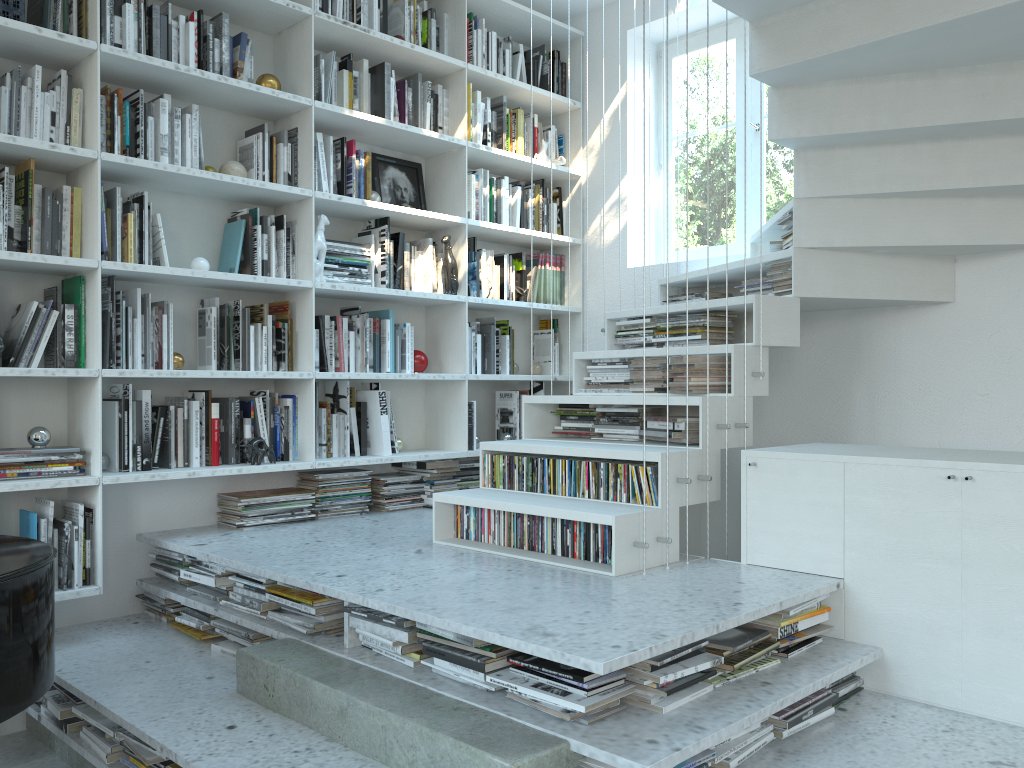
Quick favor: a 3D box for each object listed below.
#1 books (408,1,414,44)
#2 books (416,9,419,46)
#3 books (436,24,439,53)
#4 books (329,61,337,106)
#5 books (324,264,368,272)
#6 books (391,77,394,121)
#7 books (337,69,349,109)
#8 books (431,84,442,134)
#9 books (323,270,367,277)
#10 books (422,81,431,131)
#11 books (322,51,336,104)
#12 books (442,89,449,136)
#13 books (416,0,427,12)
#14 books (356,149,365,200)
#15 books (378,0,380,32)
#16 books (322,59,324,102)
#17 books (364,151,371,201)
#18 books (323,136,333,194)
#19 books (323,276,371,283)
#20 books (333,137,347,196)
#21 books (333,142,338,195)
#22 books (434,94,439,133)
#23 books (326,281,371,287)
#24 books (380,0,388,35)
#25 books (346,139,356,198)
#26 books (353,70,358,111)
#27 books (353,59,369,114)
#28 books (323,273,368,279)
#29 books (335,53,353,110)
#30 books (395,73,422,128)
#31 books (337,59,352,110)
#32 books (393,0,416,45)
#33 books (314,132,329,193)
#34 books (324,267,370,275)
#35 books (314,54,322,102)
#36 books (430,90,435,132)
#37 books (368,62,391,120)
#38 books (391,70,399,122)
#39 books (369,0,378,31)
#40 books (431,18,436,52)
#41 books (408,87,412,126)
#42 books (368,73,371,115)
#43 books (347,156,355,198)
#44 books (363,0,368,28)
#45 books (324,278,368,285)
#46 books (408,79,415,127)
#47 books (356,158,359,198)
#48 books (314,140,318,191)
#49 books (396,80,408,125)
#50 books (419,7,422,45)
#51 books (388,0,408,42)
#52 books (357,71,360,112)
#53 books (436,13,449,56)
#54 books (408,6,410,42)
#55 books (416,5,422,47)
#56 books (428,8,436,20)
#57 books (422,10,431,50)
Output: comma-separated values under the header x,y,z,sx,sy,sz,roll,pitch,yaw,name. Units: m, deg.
x,y,z,sx,sy,sz,roll,pitch,yaw,name
-0.526,-1.642,4.159,0.189,0.252,0.016,0,0,45,books
-0.495,-1.629,4.178,0.170,0.226,0.007,0,0,45,books
-0.405,-1.621,4.310,0.131,0.211,0.031,0,0,45,books
-0.814,-1.275,3.893,0.130,0.251,0.026,0,0,45,books
-0.785,-0.505,3.911,0.161,0.012,0.254,0,0,40,books
-0.607,-1.264,4.056,0.187,0.230,0.030,0,0,45,books
-0.779,-1.254,3.895,0.175,0.207,0.025,0,0,45,books
-0.395,-1.290,4.298,0.147,0.284,0.026,0,0,45,books
-0.790,-0.481,3.915,0.254,0.012,0.161,0,0,-43,books
-0.453,-1.285,4.220,0.177,0.272,0.036,0,0,45,books
-0.835,-1.291,3.859,0.166,0.282,0.051,0,0,45,books
-0.373,-1.281,4.317,0.169,0.265,0.031,0,0,45,books
-0.454,-1.665,4.248,0.131,0.299,0.020,0,0,45,books
-0.718,-0.909,3.975,0.167,0.253,0.021,0,0,45,books
-0.654,-1.644,4.051,0.161,0.254,0.012,0,0,45,books
-0.857,-1.268,3.836,0.141,0.236,0.013,0,0,45,books
-0.694,-0.905,3.985,0.178,0.244,0.026,0,0,45,books
-0.833,-0.926,3.876,0.159,0.285,0.012,0,0,45,books
-0.785,-0.457,3.910,0.285,0.012,0.159,0,0,-40,books
-0.784,-0.927,3.906,0.176,0.287,0.012,0,0,45,books
-0.821,-0.917,3.903,0.131,0.269,0.043,0,0,45,books
-0.414,-1.265,4.284,0.158,0.234,0.022,0,0,45,books
-0.787,-0.433,3.912,0.285,0.012,0.159,0,0,-41,books
-0.630,-1.645,4.057,0.165,0.257,0.030,0,0,45,books
-0.751,-0.925,3.937,0.175,0.285,0.014,0,0,45,books
-0.742,-1.262,3.950,0.158,0.224,0.030,0,0,45,books
-0.701,-1.294,3.981,0.156,0.288,0.026,0,0,45,books
-0.787,-0.469,3.912,0.254,0.012,0.161,0,0,-41,books
-0.757,-1.298,3.935,0.162,0.296,0.011,0,0,45,books
-0.490,-1.296,4.181,0.180,0.294,0.022,0,0,45,books
-0.764,-1.280,3.916,0.167,0.261,0.026,0,0,45,books
-0.505,-1.676,4.179,0.165,0.321,0.007,0,0,45,books
-0.858,-0.928,3.842,0.146,0.289,0.065,0,0,45,books
-0.789,-0.493,3.916,0.159,0.012,0.285,0,0,43,books
-0.868,-1.277,3.829,0.161,0.254,0.012,0,0,45,books
-0.435,-1.269,4.249,0.162,0.241,0.030,0,0,45,books
-0.633,-1.282,3.990,0.245,0.265,0.032,0,0,45,books
-0.587,-1.291,4.114,0.162,0.283,0.048,0,0,45,books
-0.671,-1.618,4.001,0.190,0.202,0.024,0,0,45,books
-0.428,-1.621,4.255,0.169,0.210,0.029,0,0,45,books
-0.528,-1.258,4.150,0.165,0.217,0.031,0,0,45,books
-0.690,-1.269,4.006,0.142,0.238,0.025,0,0,45,books
-0.752,-0.887,3.920,0.189,0.207,0.013,0,0,45,books
-0.706,-1.635,3.973,0.172,0.236,0.022,0,0,45,books
-0.787,-0.445,3.912,0.161,0.012,0.254,0,0,41,books
-0.516,-1.281,4.175,0.156,0.264,0.023,0,0,45,books
-0.737,-0.889,3.957,0.152,0.213,0.033,0,0,45,books
-0.881,-0.907,3.811,0.155,0.248,0.011,0,0,45,books
-0.549,-1.269,4.119,0.189,0.240,0.014,0,0,45,books
-0.481,-1.644,4.223,0.146,0.257,0.017,0,0,45,books
-0.543,-1.644,4.129,0.169,0.256,0.019,0,0,45,books
-0.733,-1.268,3.979,0.146,0.236,0.024,0,0,45,books
-0.370,-1.647,4.315,0.163,0.263,0.026,0,0,45,books
-0.536,-1.627,4.141,0.182,0.220,0.008,0,0,45,books
-0.487,-1.640,4.195,0.164,0.248,0.031,0,0,45,books
-0.421,-1.655,4.286,0.136,0.279,0.025,0,0,45,books
-0.453,-1.633,4.220,0.186,0.235,0.018,0,0,45,books
